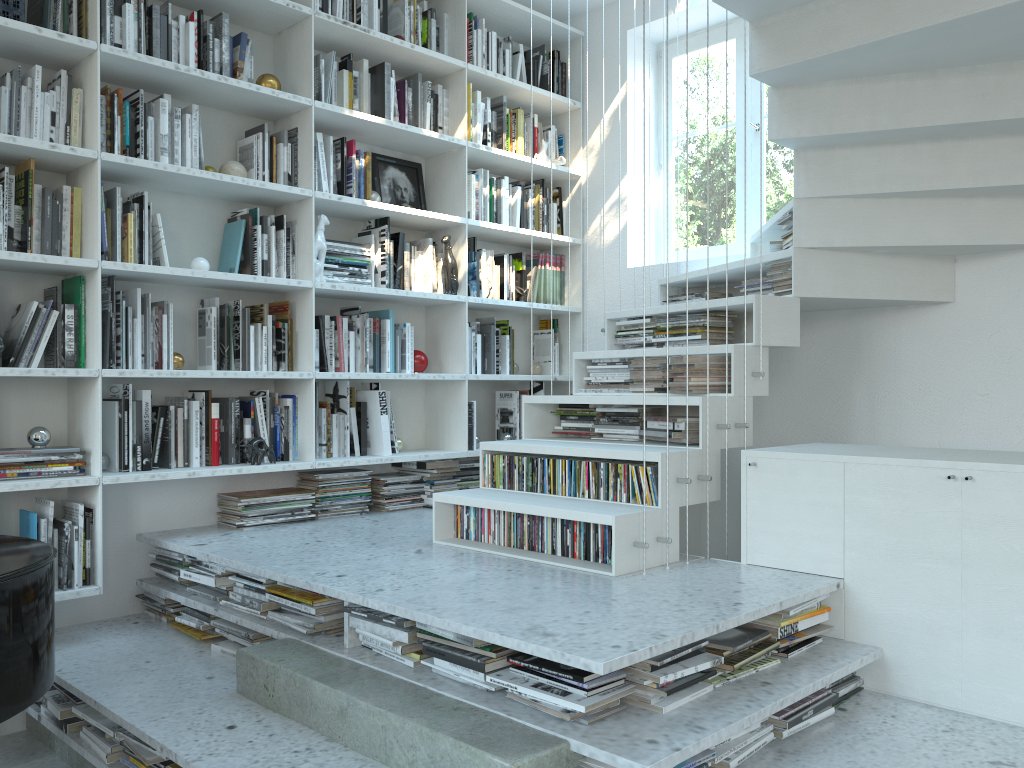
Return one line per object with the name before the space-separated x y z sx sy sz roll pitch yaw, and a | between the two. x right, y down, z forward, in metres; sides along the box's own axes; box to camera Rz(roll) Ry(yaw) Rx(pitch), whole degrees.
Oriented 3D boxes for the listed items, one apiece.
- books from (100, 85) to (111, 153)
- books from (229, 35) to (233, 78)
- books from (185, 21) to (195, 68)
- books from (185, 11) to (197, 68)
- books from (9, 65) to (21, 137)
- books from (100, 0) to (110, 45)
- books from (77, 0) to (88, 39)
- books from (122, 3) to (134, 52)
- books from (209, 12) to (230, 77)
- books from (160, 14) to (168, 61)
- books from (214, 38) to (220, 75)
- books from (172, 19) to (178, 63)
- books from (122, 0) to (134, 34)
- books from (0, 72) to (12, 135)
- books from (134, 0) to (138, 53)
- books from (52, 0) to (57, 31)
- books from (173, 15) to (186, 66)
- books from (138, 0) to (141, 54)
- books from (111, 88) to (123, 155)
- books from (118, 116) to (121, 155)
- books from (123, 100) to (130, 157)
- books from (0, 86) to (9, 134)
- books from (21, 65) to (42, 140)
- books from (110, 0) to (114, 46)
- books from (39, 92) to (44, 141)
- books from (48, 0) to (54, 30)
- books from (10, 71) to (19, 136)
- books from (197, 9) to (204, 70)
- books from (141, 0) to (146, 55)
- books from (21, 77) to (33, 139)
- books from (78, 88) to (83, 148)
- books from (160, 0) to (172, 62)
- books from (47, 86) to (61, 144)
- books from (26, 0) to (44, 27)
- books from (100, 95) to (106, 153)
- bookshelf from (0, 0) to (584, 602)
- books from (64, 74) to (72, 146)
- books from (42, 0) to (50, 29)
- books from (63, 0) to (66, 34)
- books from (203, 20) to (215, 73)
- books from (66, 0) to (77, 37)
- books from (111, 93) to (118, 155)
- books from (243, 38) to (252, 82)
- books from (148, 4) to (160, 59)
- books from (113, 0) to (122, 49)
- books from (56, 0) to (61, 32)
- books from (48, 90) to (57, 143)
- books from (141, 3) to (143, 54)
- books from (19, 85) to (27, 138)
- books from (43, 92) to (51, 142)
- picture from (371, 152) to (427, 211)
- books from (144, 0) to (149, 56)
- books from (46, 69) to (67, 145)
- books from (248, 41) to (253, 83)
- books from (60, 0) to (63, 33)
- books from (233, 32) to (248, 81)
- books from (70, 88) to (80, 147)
books | -1.490 -0.925 3.215 0.154 0.278 0.014 0 0 45
books | -1.161 -1.258 3.527 0.156 0.213 0.030 0 0 45
books | -1.267 -1.256 3.398 0.181 0.209 0.021 0 0 45
books | -1.259 -1.284 3.429 0.156 0.264 0.012 0 0 45
books | -1.694 -0.924 3.004 0.146 0.275 0.019 0 0 45
books | -1.486 -1.295 3.195 0.159 0.285 0.012 0 0 45
books | -1.537 -1.261 3.121 0.223 0.214 0.008 0 0 45
books | -1.431 -1.256 3.236 0.181 0.208 0.026 0 0 45
books | -1.172 -1.294 3.496 0.183 0.285 0.029 0 0 45
books | -1.349 -1.264 3.361 0.142 0.223 0.028 0 0 45
books | -1.201 -1.242 3.485 0.176 0.181 0.027 0 0 45
books | -1.318 -1.260 3.385 0.144 0.216 0.025 0 0 45
books | -1.430 -1.294 3.260 0.173 0.283 0.011 0 0 45
books | -1.720 -0.907 2.984 0.159 0.242 0.024 0 0 45
books | -1.416 -1.306 3.265 0.152 0.307 0.014 0 0 45
books | -1.616 -1.263 3.079 0.169 0.217 0.024 0 0 45
books | -1.293 -1.270 3.393 0.149 0.237 0.023 0 0 45
books | -1.407 -1.287 3.273 0.166 0.268 0.010 0 0 45
books | -1.464 -0.927 3.258 0.135 0.284 0.014 0 0 45
books | -1.465 -0.875 3.235 0.136 0.179 0.021 0 0 45
books | -1.441 -0.904 3.254 0.157 0.236 0.013 0 0 45
books | -1.719 -0.879 2.956 0.181 0.185 0.028 0 0 45
books | -1.644 -0.923 3.014 0.187 0.275 0.028 0 0 45
books | -1.480 -1.272 3.221 0.138 0.239 0.012 0 0 45
books | -1.641 -0.883 3.034 0.173 0.195 0.024 0 0 45
books | -1.615 -1.290 3.059 0.181 0.272 0.022 0 0 45
books | -1.704 -0.911 2.992 0.164 0.250 0.028 0 0 45
books | -1.246 -1.294 3.460 0.159 0.285 0.012 0 0 45
books | -1.400 -1.300 3.302 0.138 0.296 0.021 0 0 45
books | -1.671 -0.904 3.018 0.178 0.236 0.023 0 0 45
books | -1.558 -0.904 3.131 0.173 0.238 0.026 0 0 45
books | -1.332 -1.294 3.372 0.154 0.284 0.013 0 0 45
books | -1.607 -0.903 3.083 0.149 0.234 0.024 0 0 45
books | -1.645 -1.261 3.056 0.156 0.214 0.019 0 0 45
books | -1.509 -0.907 3.203 0.138 0.242 0.030 0 0 45
bookshelf | -1.945 -0.329 2.666 0.330 3.142 6.296 0 0 45
books | -1.583 -0.924 3.106 0.173 0.277 0.025 0 0 45
books | -1.617 -1.291 3.038 0.190 0.272 0.021 0 0 45
books | -1.585 -1.282 3.093 0.158 0.255 0.005 0 0 45
books | -1.218 -1.270 3.462 0.185 0.238 0.030 0 0 45
books | -1.559 -1.279 3.099 0.186 0.248 0.013 0 0 45
books | -1.469 -0.910 3.213 0.176 0.248 0.014 0 0 45
books | -1.114 -1.259 3.571 0.182 0.216 0.048 0 0 45
books | -1.363 -1.273 3.316 0.160 0.241 0.027 0 0 45
books | -1.462 -1.274 3.230 0.148 0.243 0.026 0 0 45
books | -1.594 -1.298 3.071 0.179 0.288 0.021 0 0 45
books | -1.615 -0.891 3.065 0.157 0.211 0.029 0 0 45
books | -1.406 -1.270 3.288 0.165 0.235 0.012 0 0 45
books | -1.686 -0.889 3.011 0.171 0.207 0.023 0 0 45
books | -1.629 -0.884 3.049 0.185 0.196 0.027 0 0 45
picture | -0.539 -0.932 4.237 0.077 0.300 0.300 0 0 45
books | -1.393 -1.290 3.318 0.133 0.276 0.012 0 0 45
books | -1.596 -0.932 3.096 0.154 0.293 0.028 0 0 45
books | -1.100 -1.266 3.610 0.140 0.229 0.026 0 0 45
books | -1.598 -1.260 3.094 0.140 0.210 0.013 0 0 45
books | -1.123 -1.269 3.549 0.171 0.235 0.054 0 0 45
books | -1.560 -0.900 3.106 0.176 0.230 0.028 0 0 45
